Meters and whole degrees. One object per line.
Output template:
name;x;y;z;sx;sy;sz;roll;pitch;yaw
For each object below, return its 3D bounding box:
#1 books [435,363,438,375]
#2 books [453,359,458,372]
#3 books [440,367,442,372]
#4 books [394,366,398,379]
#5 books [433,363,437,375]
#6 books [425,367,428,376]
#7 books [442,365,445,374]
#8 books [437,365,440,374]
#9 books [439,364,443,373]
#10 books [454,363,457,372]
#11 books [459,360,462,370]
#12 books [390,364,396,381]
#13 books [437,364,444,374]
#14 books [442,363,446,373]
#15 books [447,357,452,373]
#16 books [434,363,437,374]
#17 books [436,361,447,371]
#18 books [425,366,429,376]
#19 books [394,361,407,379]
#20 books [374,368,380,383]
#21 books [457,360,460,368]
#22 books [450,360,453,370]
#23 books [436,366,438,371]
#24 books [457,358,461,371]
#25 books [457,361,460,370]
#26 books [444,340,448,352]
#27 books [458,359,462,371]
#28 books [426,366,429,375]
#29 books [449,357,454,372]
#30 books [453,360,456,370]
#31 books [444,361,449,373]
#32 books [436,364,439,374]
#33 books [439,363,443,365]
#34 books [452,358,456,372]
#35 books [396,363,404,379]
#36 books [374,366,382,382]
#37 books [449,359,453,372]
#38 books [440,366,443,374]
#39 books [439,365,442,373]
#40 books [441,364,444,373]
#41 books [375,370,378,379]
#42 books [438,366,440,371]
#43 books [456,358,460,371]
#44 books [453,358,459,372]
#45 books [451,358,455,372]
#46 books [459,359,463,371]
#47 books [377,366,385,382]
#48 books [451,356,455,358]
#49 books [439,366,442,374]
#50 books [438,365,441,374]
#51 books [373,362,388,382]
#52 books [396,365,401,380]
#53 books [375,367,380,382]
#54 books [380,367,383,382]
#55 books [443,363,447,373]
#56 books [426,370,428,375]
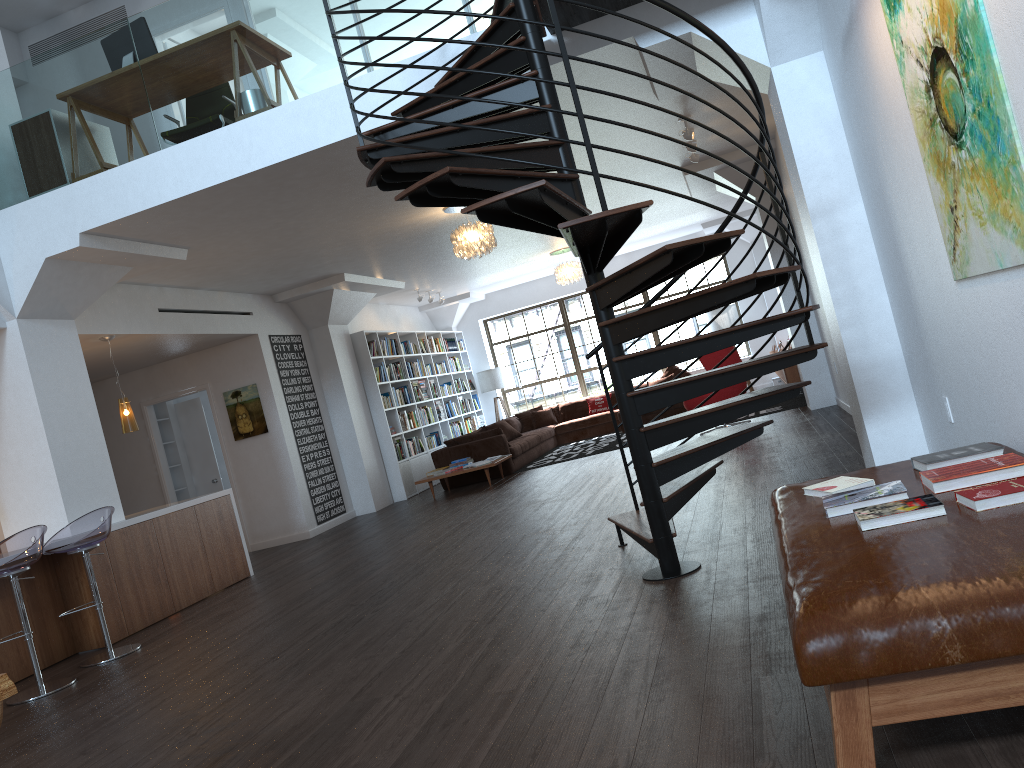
books;-1.325;-0.237;14.858;0.146;0.202;0.027;-15;0;15
books;-1.087;-0.309;15.846;0.174;0.240;0.045;-15;0;14
books;-1.257;-0.227;15.085;0.110;0.153;0.018;-15;0;15
books;-1.787;-0.142;13.133;0.161;0.223;0.033;-15;0;15
books;-1.349;-0.231;14.780;0.146;0.202;0.027;-15;0;15
books;-1.435;-0.186;14.386;0.110;0.153;0.019;-15;0;15
books;-1.234;-0.245;15.212;0.128;0.178;0.022;-15;0;15
books;-1.293;-0.229;14.970;0.126;0.173;0.032;-15;0;15
books;-1.259;-0.239;15.143;0.128;0.178;0.022;-15;0;15
books;-1.086;-0.301;15.810;0.161;0.223;0.027;-15;0;14
books;-1.004;-0.320;16.129;0.161;0.223;0.026;-15;0;14
books;-1.824;-0.152;13.022;0.180;0.259;0.042;-15;0;15
books;-1.254;-0.243;15.168;0.134;0.184;0.030;-15;0;15
books;-1.228;-0.256;15.266;0.136;0.196;0.045;-15;0;15
books;-1.173;-0.313;15.548;0.198;0.284;0.066;-15;0;14
books;-1.333;-0.234;14.833;0.127;0.200;0.020;-15;0;15
books;-1.214;-0.277;15.345;0.140;0.231;0.042;-15;0;15
books;-1.429;-0.194;14.424;0.120;0.167;0.020;-15;0;15
books;-1.711;-0.194;13.436;0.176;0.291;0.053;-15;0;15
books;-1.947;-0.103;12.456;0.161;0.218;0.101;-15;0;15
books;-1.033;-0.313;16.029;0.161;0.223;0.027;-15;0;14
books;-1.132;-0.291;15.613;0.161;0.223;0.026;-15;0;14
books;-1.326;-0.236;14.887;0.146;0.202;0.027;-15;0;15
books;-1.037;-0.327;16.060;0.183;0.253;0.034;-15;0;14
books;-1.041;-0.325;16.004;0.160;0.250;0.026;-15;0;14
books;-1.235;-0.650;15.603;0.161;0.223;0.032;-15;0;15
books;-1.025;-0.323;16.098;0.174;0.240;0.045;-15;0;14
books;-1.416;-0.195;14.447;0.106;0.162;0.032;-15;0;15
books;-1.139;-0.324;15.653;0.176;0.290;0.053;-15;0;14
books;-1.101;-0.310;15.770;0.171;0.246;0.057;-15;0;14
books;-1.204;-0.276;15.393;0.158;0.226;0.052;-15;0;15
books;-1.312;-0.234;14.917;0.139;0.191;0.036;-15;0;15
books;-1.237;-0.255;15.234;0.127;0.200;0.020;-15;0;15
books;-1.111;-0.311;15.726;0.183;0.253;0.034;-15;0;14
books;-1.737;-0.167;13.349;0.160;0.251;0.031;-15;0;15
books;-1.928;-0.117;12.514;0.172;0.235;0.112;-15;0;15
books;-1.144;-0.302;15.589;0.160;0.250;0.026;-15;0;14
books;-1.251;-0.229;15.103;0.110;0.153;0.019;-15;0;15
books;-1.264;-0.232;15.067;0.120;0.167;0.020;-15;0;15
books;-1.241;-0.243;15.192;0.128;0.178;0.021;-15;0;15
books;-1.957;-0.083;12.379;0.161;0.182;0.170;-15;0;15
books;-1.285;-0.229;14.998;0.122;0.169;0.023;-15;0;15
books;-1.056;-0.326;15.964;0.180;0.259;0.060;-15;0;14
books;-1.069;-0.321;15.882;0.183;0.253;0.034;-15;0;14
books;-1.123;-0.308;15.695;0.183;0.253;0.034;-15;0;14
books;-1.008;-0.323;16.162;0.168;0.231;0.037;-15;0;14
books;-1.912;-0.124;12.595;0.174;0.242;0.105;-15;0;15
books;-1.074;-0.338;15.918;0.176;0.290;0.036;-15;0;14
books;-1.264;-0.230;15.040;0.106;0.162;0.032;-15;0;15
books;-1.271;-0.231;15.016;0.107;0.167;0.017;-15;0;15
books;-1.891;-0.153;12.668;0.176;0.290;0.053;-15;0;15
books;-1.757;-0.149;13.201;0.161;0.223;0.032;-15;0;15
books;-1.938;-0.112;12.484;0.152;0.232;0.104;-15;0;15
books;-1.928;-0.119;12.559;0.172;0.239;0.093;-15;0;15
books;-1.214;-0.256;15.305;0.139;0.191;0.036;-15;0;15
books;-1.432;-0.187;14.405;0.110;0.153;0.018;-15;0;15
